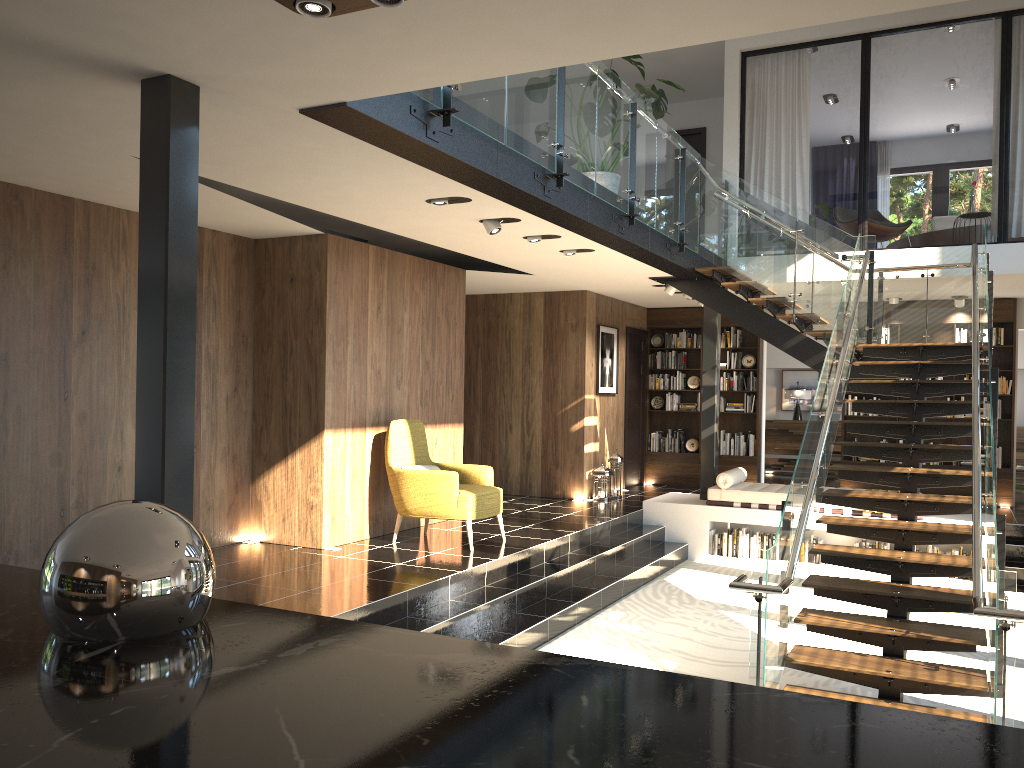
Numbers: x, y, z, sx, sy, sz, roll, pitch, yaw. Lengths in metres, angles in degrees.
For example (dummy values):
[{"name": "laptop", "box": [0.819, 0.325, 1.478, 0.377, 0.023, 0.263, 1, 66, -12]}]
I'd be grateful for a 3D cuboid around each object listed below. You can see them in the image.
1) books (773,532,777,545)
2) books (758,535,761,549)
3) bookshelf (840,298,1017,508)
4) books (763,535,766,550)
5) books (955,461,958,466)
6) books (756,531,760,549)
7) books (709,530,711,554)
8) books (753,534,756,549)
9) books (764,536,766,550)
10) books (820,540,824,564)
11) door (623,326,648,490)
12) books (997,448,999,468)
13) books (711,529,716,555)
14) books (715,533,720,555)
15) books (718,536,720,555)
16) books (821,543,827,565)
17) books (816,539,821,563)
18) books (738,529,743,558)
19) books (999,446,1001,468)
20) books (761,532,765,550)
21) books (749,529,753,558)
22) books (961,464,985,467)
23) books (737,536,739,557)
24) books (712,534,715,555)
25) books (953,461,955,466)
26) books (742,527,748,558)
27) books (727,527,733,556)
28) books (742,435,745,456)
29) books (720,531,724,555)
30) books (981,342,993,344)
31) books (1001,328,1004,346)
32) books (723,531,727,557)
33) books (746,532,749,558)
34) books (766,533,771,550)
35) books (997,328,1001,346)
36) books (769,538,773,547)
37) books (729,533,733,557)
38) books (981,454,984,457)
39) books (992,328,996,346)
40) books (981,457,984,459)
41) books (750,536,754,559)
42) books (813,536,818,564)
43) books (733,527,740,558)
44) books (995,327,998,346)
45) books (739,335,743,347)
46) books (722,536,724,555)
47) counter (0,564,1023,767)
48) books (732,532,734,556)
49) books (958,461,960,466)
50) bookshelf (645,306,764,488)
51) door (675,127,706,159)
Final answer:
[{"name": "books", "box": [2.992, 1.841, 10.068, 0.033, 0.299, 0.196, 1, 0, 27]}, {"name": "books", "box": [2.858, 1.866, 10.192, 0.026, 0.247, 0.149, 1, 0, 27]}, {"name": "bookshelf", "box": [5.562, 0.235, 11.933, 2.090, 2.683, 0.273, 1, 0, 27]}, {"name": "books", "box": [2.894, 1.860, 10.156, 0.023, 0.260, 0.133, 1, 0, 27]}, {"name": "books", "box": [5.876, 0.980, 11.721, 0.025, 0.199, 0.149, 1, 0, 27]}, {"name": "books", "box": [2.818, 1.840, 10.161, 0.020, 0.295, 0.102, 1, 0, 27]}, {"name": "books", "box": [2.337, 1.846, 10.377, 0.025, 0.270, 0.156, 1, 0, 27]}, {"name": "books", "box": [2.790, 1.852, 10.150, 0.021, 0.270, 0.148, 1, 0, 27]}, {"name": "books", "box": [2.906, 1.859, 10.131, 0.019, 0.261, 0.183, 1, 0, 27]}, {"name": "books", "box": [3.448, 1.868, 9.869, 0.020, 0.257, 0.154, 1, 0, 27]}, {"name": "door", "box": [1.799, 0.356, 13.135, 0.104, 2.347, 0.931, 1, 0, 27]}, {"name": "books", "box": [6.303, 0.958, 11.506, 0.023, 0.254, 0.191, 1, 0, 27]}, {"name": "books", "box": [2.352, 1.839, 10.352, 0.024, 0.286, 0.130, 1, 0, 27]}, {"name": "books", "box": [2.391, 1.862, 10.320, 0.027, 0.241, 0.150, 1, 0, 27]}, {"name": "books", "box": [2.428, 1.877, 10.332, 0.029, 0.211, 0.130, 1, 0, 27]}, {"name": "books", "box": [3.470, 1.888, 9.859, 0.030, 0.218, 0.186, 1, 0, 27]}, {"name": "books", "box": [3.431, 1.871, 9.908, 0.045, 0.251, 0.142, 1, 0, 27]}, {"name": "books", "box": [2.638, 1.830, 10.181, 0.028, 0.309, 0.211, 1, 0, 27]}, {"name": "books", "box": [6.321, 0.948, 11.489, 0.025, 0.274, 0.204, 1, 0, 27]}, {"name": "books", "box": [2.880, 1.847, 10.180, 0.025, 0.285, 0.137, 1, 0, 27]}, {"name": "books", "box": [2.740, 1.830, 10.163, 0.021, 0.313, 0.139, 1, 0, 27]}, {"name": "books", "box": [6.051, 1.069, 11.651, 0.273, 0.025, 0.156, 1, -1, 24]}, {"name": "books", "box": [2.624, 1.867, 10.216, 0.029, 0.237, 0.147, 1, 0, 27]}, {"name": "books", "box": [2.366, 1.867, 10.329, 0.024, 0.229, 0.171, 1, 0, 27]}, {"name": "books", "box": [5.861, 0.948, 11.744, 0.024, 0.264, 0.174, 1, 0, 27]}, {"name": "books", "box": [2.682, 1.817, 10.182, 0.051, 0.338, 0.187, 1, 0, 27]}, {"name": "books", "box": [2.528, 1.827, 10.275, 0.029, 0.314, 0.163, 1, 0, 27]}, {"name": "books", "box": [3.400, 0.897, 13.011, 0.011, 0.300, 0.154, 1, 0, 27]}, {"name": "books", "box": [2.457, 1.855, 10.322, 0.030, 0.256, 0.145, 1, 0, 27]}, {"name": "books", "box": [6.138, -0.534, 11.638, 0.288, 0.025, 0.175, 1, -1, 23]}, {"name": "books", "box": [6.359, -0.607, 11.510, 0.028, 0.226, 0.165, 1, 0, 27]}, {"name": "books", "box": [2.487, 1.847, 10.265, 0.035, 0.273, 0.200, 1, 0, 27]}, {"name": "books", "box": [2.715, 1.845, 10.165, 0.025, 0.282, 0.149, 1, 0, 27]}, {"name": "books", "box": [2.923, 1.849, 10.113, 0.028, 0.282, 0.173, 1, 0, 27]}, {"name": "books", "box": [6.322, -0.609, 11.508, 0.036, 0.228, 0.198, 1, 0, 27]}, {"name": "books", "box": [2.964, 1.874, 10.107, 0.050, 0.234, 0.149, 1, 0, 27]}, {"name": "books", "box": [2.536, 1.857, 10.230, 0.027, 0.254, 0.204, 1, 0, 27]}, {"name": "books", "box": [6.047, 0.936, 11.638, 0.288, 0.030, 0.175, 1, -1, 31]}, {"name": "books", "box": [6.288, -0.610, 11.566, 0.030, 0.231, 0.176, 1, 0, 27]}, {"name": "books", "box": [6.054, 0.964, 11.652, 0.251, 0.026, 0.148, 1, -1, 22]}, {"name": "books", "box": [2.761, 1.867, 10.149, 0.029, 0.240, 0.165, 1, 0, 27]}, {"name": "books", "box": [3.390, 1.854, 9.909, 0.030, 0.284, 0.176, 1, 0, 27]}, {"name": "books", "box": [2.588, 1.823, 10.209, 0.030, 0.322, 0.202, 1, 0, 27]}, {"name": "books", "box": [6.314, -0.613, 11.557, 0.023, 0.238, 0.178, 1, 0, 27]}, {"name": "books", "box": [3.377, -0.627, 13.073, 0.022, 0.195, 0.135, 1, 0, 27]}, {"name": "books", "box": [2.476, 1.871, 10.304, 0.020, 0.225, 0.156, 1, 0, 27]}, {"name": "counter", "box": [-1.177, 0.344, 1.358, 3.573, 0.041, 0.698, 1, -1, 27]}, {"name": "books", "box": [2.575, 1.845, 10.247, 0.028, 0.279, 0.120, 1, 0, 27]}, {"name": "books", "box": [5.896, 0.961, 11.702, 0.026, 0.238, 0.159, 1, 0, 27]}, {"name": "bookshelf", "box": [2.860, 0.201, 13.293, 1.703, 2.683, 0.273, 1, 0, 27]}, {"name": "door", "box": [2.461, -2.643, 13.407, 0.931, 2.347, 0.104, 1, 0, 27]}]
